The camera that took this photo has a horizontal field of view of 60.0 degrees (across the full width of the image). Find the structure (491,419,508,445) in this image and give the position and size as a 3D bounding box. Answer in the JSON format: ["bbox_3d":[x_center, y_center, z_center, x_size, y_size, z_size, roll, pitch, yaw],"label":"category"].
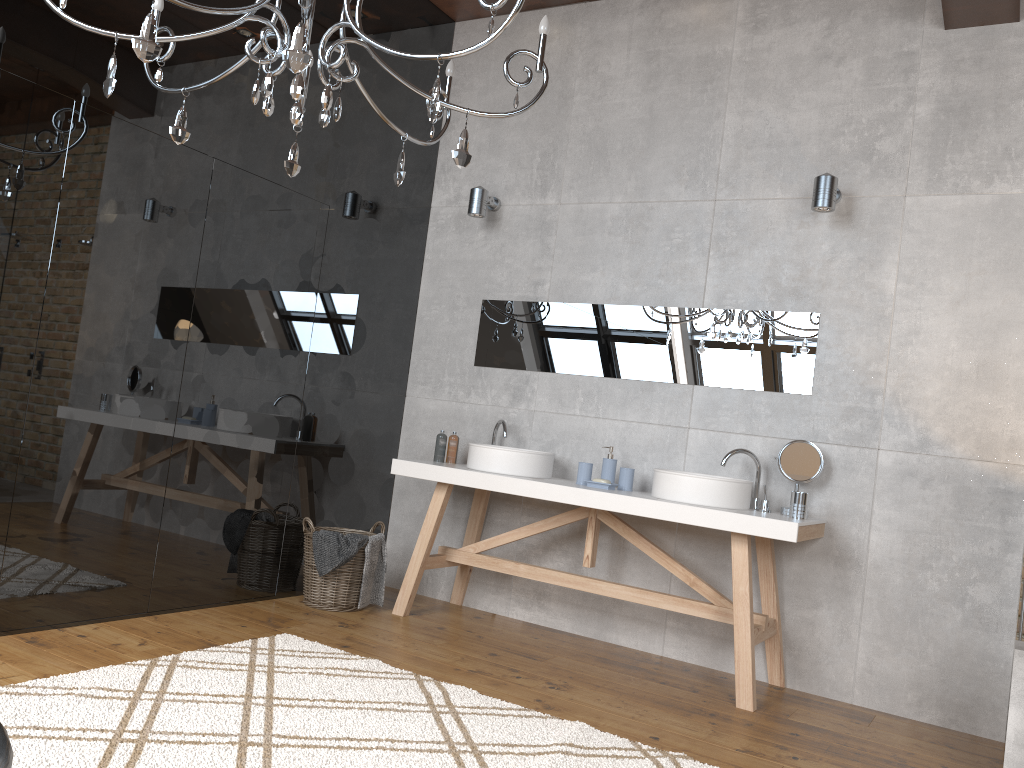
[{"bbox_3d":[-0.095,0.319,4.711,0.242,0.268,0.141,5,-4,36],"label":"structure"}]

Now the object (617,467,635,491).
[{"bbox_3d":[0.549,0.458,4.264,0.075,0.108,0.075,10,-4,-39],"label":"object"}]

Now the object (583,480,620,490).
[{"bbox_3d":[0.421,0.478,4.189,0.147,0.031,0.100,5,-4,32],"label":"object"}]

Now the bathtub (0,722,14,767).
[{"bbox_3d":[-1.418,0.525,0.824,1.811,0.652,0.872,7,-3,3],"label":"bathtub"}]

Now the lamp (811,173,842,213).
[{"bbox_3d":[1.425,-0.848,3.996,0.101,0.168,0.243,5,-3,31],"label":"lamp"}]

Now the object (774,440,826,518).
[{"bbox_3d":[1.267,0.415,3.925,0.192,0.338,0.118,8,-3,-13],"label":"object"}]

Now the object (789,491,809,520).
[{"bbox_3d":[1.215,0.514,3.755,0.073,0.111,0.073,6,-3,23],"label":"object"}]

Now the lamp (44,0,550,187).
[{"bbox_3d":[-0.555,-1.531,2.687,1.409,1.594,1.409,9,-4,-37],"label":"lamp"}]

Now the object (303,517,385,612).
[{"bbox_3d":[-0.869,0.897,4.461,0.393,0.432,0.393,6,-3,22],"label":"object"}]

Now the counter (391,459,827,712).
[{"bbox_3d":[0.366,0.873,4.223,2.011,0.765,0.630,5,-3,31],"label":"counter"}]

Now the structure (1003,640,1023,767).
[{"bbox_3d":[2.829,1.216,2.182,2.820,0.494,0.206,5,-3,31],"label":"structure"}]

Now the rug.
[{"bbox_3d":[-0.044,1.092,2.217,3.139,0.019,1.726,5,-3,31],"label":"rug"}]

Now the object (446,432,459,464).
[{"bbox_3d":[-0.317,0.342,4.756,0.058,0.172,0.058,6,-3,16],"label":"object"}]

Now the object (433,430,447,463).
[{"bbox_3d":[-0.379,0.332,4.712,0.058,0.172,0.058,7,-3,10],"label":"object"}]

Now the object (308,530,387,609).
[{"bbox_3d":[-0.859,0.905,4.412,0.378,0.361,0.357,5,-4,36],"label":"object"}]

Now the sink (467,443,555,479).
[{"bbox_3d":[-0.008,0.389,4.501,0.445,0.128,0.442,7,-3,13],"label":"sink"}]

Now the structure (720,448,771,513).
[{"bbox_3d":[1.072,0.431,4.017,0.242,0.268,0.141,6,-3,25],"label":"structure"}]

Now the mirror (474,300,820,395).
[{"bbox_3d":[0.599,-0.212,4.515,1.838,0.377,0.007,5,-3,31],"label":"mirror"}]

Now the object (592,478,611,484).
[{"bbox_3d":[0.423,0.465,4.189,0.084,0.035,0.067,5,-4,33],"label":"object"}]

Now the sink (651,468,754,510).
[{"bbox_3d":[0.852,0.472,3.990,0.442,0.128,0.445,8,-3,-5],"label":"sink"}]

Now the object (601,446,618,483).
[{"bbox_3d":[0.474,0.405,4.328,0.076,0.201,0.076,6,-3,24],"label":"object"}]

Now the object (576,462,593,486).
[{"bbox_3d":[0.352,0.435,4.292,0.075,0.108,0.075,9,-3,-24],"label":"object"}]

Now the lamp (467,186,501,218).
[{"bbox_3d":[-0.150,-0.999,4.933,0.101,0.168,0.243,5,-3,31],"label":"lamp"}]
